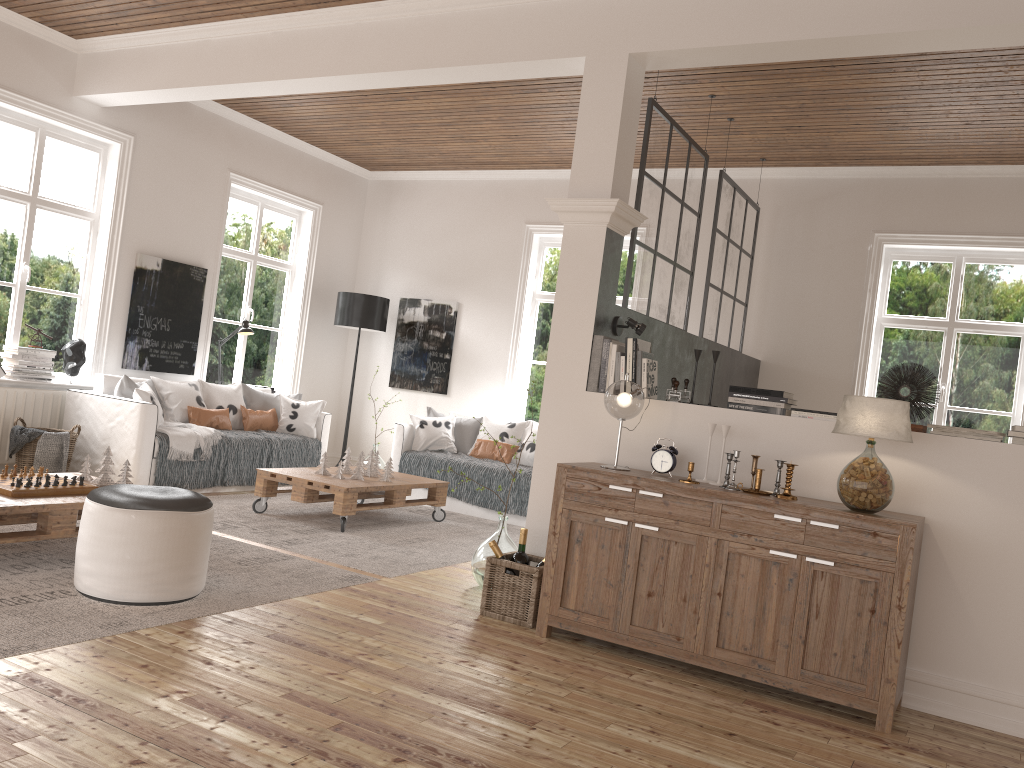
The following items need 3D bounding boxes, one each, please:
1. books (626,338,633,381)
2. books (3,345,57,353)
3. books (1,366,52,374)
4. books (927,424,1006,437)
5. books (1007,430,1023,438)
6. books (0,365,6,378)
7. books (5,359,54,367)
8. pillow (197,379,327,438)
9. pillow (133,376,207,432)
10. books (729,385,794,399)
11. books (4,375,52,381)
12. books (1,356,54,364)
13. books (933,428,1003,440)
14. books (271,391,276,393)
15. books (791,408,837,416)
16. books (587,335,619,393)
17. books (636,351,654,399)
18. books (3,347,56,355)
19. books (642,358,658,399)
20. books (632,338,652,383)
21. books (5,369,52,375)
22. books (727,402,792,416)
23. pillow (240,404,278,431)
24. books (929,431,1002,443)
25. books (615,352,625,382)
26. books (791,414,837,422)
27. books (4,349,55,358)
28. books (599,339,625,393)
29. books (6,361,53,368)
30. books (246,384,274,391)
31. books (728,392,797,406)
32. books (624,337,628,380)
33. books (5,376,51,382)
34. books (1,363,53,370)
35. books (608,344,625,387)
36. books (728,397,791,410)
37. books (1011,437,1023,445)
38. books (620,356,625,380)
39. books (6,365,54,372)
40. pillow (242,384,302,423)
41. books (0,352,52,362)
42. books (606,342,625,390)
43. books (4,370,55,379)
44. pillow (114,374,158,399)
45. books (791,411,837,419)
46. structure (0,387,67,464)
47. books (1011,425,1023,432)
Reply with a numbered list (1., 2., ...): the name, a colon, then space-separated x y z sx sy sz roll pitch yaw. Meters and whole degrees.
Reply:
1. books: 0.600 -0.073 4.260 0.054 0.272 0.200 7 0 29
2. books: -3.430 -0.248 6.312 0.182 0.016 0.288 7 0 29
3. books: -3.473 -0.101 6.324 0.182 0.016 0.288 7 0 29
4. books: 1.830 0.187 3.571 0.253 0.014 0.187 7 0 39
5. books: 2.065 0.209 3.433 0.258 0.023 0.212 7 0 29
6. books: -3.600 -0.179 6.054 0.176 0.255 0.226 7 0 29
7. books: -3.445 -0.153 6.335 0.167 0.017 0.263 7 0 29
8. pillow: -2.114 0.227 7.422 1.081 0.450 0.403 8 0 -37
9. pillow: -2.587 0.169 6.617 0.417 0.414 1.020 7 0 11
10. books: 1.117 0.039 3.966 0.239 0.028 0.190 7 0 31
11. books: -3.457 -0.048 6.313 0.159 0.012 0.285 7 0 29
12. books: -3.460 -0.171 6.334 0.182 0.016 0.288 7 0 29
13. books: 1.832 0.201 3.568 0.248 0.014 0.187 7 0 27
14. books: -2.373 0.057 8.267 0.212 0.023 0.258 7 0 29
15. books: 1.355 0.128 3.834 0.251 0.012 0.202 7 0 30
16. books: 0.447 -0.092 4.340 0.050 0.271 0.200 7 0 29
17. books: 0.633 -0.042 4.226 0.047 0.219 0.171 7 0 29
18. books: -3.439 -0.233 6.322 0.182 0.016 0.288 7 0 29
19. books: 0.654 -0.023 4.212 0.045 0.185 0.152 7 0 29
20. books: 0.621 -0.072 4.250 0.048 0.274 0.210 7 0 29
21. books: -3.454 -0.085 6.332 0.161 0.013 0.254 7 0 29
22. books: 1.116 0.115 3.962 0.258 0.032 0.191 7 0 31
23. pillow: -2.090 0.301 7.366 0.117 0.235 0.414 7 0 28
24. books: 1.825 0.213 3.563 0.251 0.012 0.202 7 0 30
25. books: 0.533 -0.047 4.257 0.044 0.203 0.141 7 0 29
26. books: 1.350 0.154 3.826 0.253 0.014 0.187 7 0 29
27. books: -3.441 -0.215 6.324 0.174 0.021 0.273 7 0 29
28. books: 0.487 -0.080 4.315 0.046 0.257 0.193 7 0 29
29. books: -3.443 -0.137 6.325 0.161 0.012 0.254 7 0 29
30. books: -2.372 0.031 8.258 0.190 0.028 0.239 7 0 31
31. books: 1.123 0.066 3.964 0.258 0.023 0.212 7 0 29
32. books: 0.582 -0.077 4.266 0.038 0.274 0.200 7 0 29
33. books: -3.455 -0.034 6.329 0.161 0.012 0.254 7 0 29
34. books: -3.455 -0.126 6.318 0.159 0.012 0.285 7 0 29
35. books: 0.524 -0.064 4.300 0.031 0.236 0.200 7 0 29
36. books: 1.109 0.087 3.960 0.242 0.023 0.191 7 0 27
37. books: 2.071 0.236 3.431 0.239 0.028 0.190 7 0 31
38. books: 0.550 -0.036 4.242 0.042 0.185 0.125 7 0 29
39. books: -3.439 -0.112 6.333 0.161 0.013 0.256 7 0 29
40. pillow: -2.092 0.241 7.622 0.546 0.437 0.292 8 0 -28
41. books: -3.467 -0.194 6.313 0.180 0.028 0.296 7 0 29
42. books: 0.510 -0.070 4.308 0.019 0.243 0.205 7 0 29
43. books: -3.462 -0.068 6.321 0.176 0.025 0.331 7 0 29
44. pillow: -2.751 0.147 6.490 0.282 0.431 0.541 7 0 3
45. books: 1.348 0.140 3.829 0.248 0.014 0.187 7 0 27
46. structure: -3.455 0.435 6.231 0.095 0.829 1.223 7 0 29
47. books: 2.079 0.188 3.437 0.242 0.023 0.191 7 0 26
